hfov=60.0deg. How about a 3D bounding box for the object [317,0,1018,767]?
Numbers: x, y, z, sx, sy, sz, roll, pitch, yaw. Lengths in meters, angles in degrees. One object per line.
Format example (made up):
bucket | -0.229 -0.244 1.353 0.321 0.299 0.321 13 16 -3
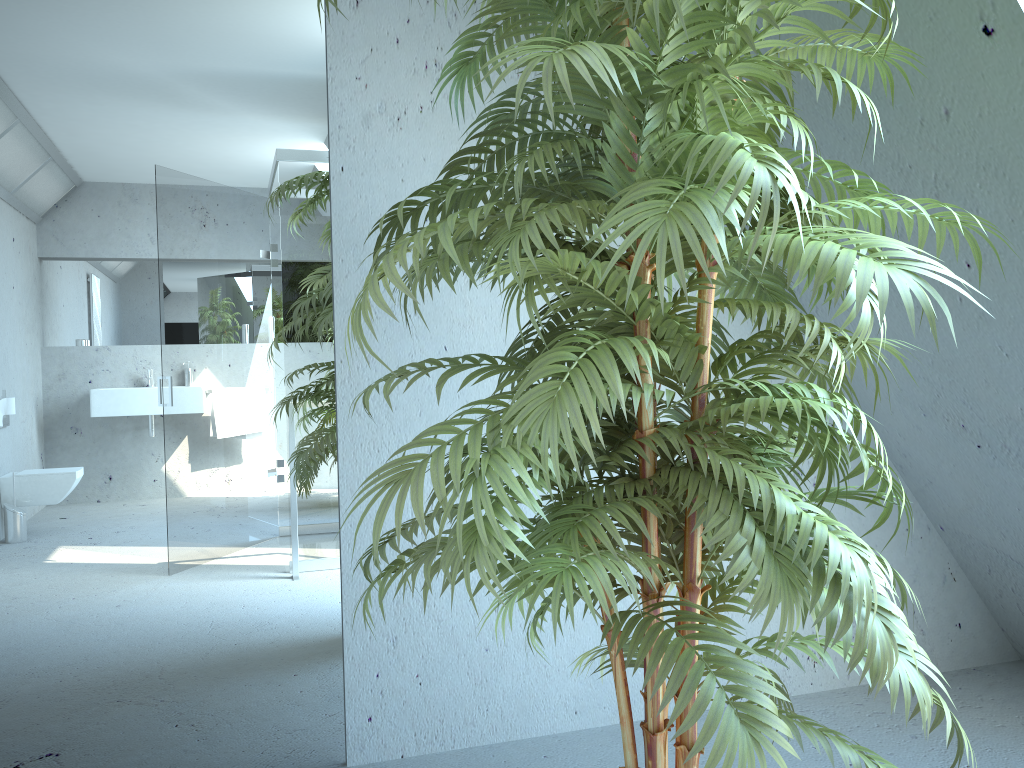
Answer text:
object | 0.234 -0.018 1.392 0.980 2.034 1.020 0 2 31
